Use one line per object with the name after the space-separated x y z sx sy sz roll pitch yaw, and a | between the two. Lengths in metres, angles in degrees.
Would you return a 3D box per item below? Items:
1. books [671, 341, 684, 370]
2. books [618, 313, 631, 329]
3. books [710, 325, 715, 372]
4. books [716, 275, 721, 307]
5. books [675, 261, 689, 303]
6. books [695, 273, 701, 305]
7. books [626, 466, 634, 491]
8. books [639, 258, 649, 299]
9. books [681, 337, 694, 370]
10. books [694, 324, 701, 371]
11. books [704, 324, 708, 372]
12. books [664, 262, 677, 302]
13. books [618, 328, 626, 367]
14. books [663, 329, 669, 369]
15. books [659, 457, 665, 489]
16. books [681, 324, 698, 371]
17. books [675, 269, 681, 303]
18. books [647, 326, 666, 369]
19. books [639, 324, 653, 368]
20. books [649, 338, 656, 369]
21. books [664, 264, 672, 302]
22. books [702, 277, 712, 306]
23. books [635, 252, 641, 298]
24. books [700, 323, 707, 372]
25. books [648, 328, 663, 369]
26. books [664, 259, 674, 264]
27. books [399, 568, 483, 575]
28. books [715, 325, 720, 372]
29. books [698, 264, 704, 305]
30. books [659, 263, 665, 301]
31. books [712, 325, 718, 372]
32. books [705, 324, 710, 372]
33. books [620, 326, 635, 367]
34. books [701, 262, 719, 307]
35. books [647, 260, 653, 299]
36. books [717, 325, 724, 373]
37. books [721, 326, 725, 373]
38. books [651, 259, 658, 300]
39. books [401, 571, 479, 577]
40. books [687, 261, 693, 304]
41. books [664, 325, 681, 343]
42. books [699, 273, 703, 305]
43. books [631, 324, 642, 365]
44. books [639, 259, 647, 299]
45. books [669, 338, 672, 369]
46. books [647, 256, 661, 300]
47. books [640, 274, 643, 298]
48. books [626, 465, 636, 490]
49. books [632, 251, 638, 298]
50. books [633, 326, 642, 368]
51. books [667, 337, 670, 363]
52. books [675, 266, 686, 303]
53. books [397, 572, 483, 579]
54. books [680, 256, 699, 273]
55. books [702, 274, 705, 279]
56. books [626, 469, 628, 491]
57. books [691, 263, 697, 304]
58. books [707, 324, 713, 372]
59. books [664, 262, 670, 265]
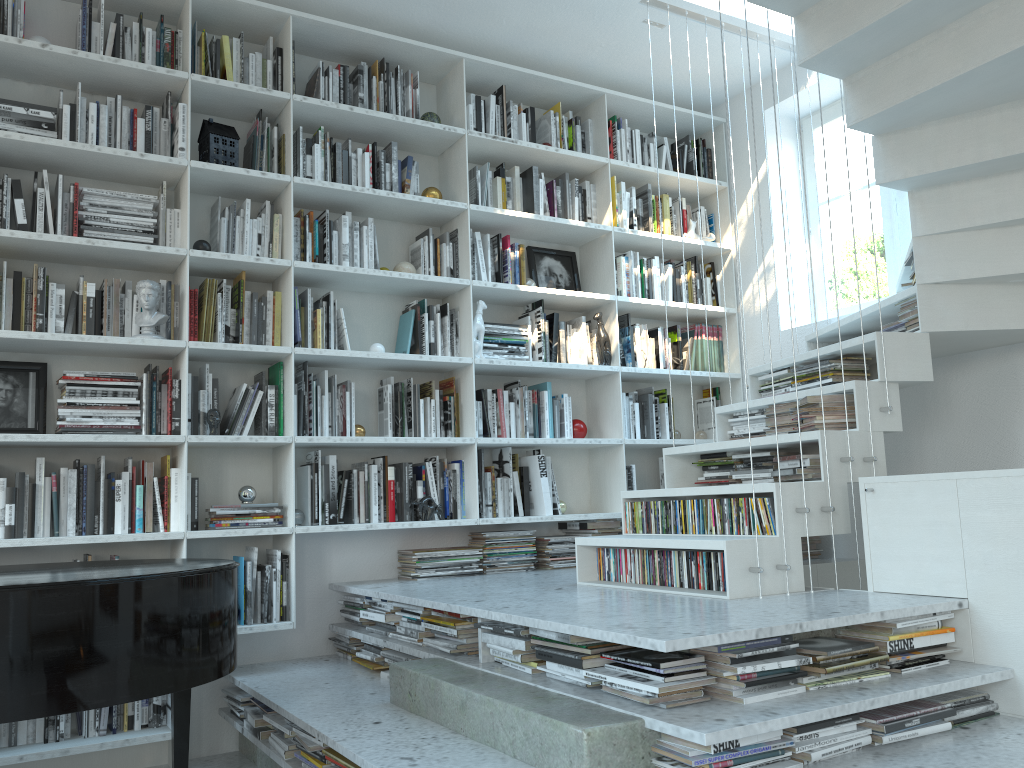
0.877 -0.134 4.915 0.024 0.180 0.191 2 -9 -30 | books
0.600 -0.211 4.800 0.012 0.321 0.141 2 -8 -30 | books
1.090 -0.178 5.067 0.018 0.293 0.169 2 -8 -30 | books
1.142 -0.503 5.147 0.021 0.218 0.184 2 -9 -30 | books
0.947 -0.542 5.040 0.012 0.282 0.151 2 -8 -30 | books
1.004 -0.506 5.059 0.025 0.211 0.188 2 -9 -30 | books
0.564 0.541 4.556 0.014 0.233 0.183 2 -9 -30 | books
0.693 -0.546 4.899 0.025 0.270 0.152 2 -8 -30 | books
0.940 -0.143 4.972 0.088 0.217 0.167 2 -9 -30 | books
1.006 -0.182 5.018 0.033 0.293 0.169 2 -8 -30 | books
1.042 -0.180 5.039 0.018 0.293 0.169 2 -8 -30 | books
0.857 -0.534 4.985 0.023 0.258 0.184 2 -8 -30 | books
0.544 -0.170 4.772 0.066 0.236 0.144 2 -8 -30 | books
0.809 -0.168 4.920 0.012 0.253 0.161 2 -8 -30 | books
0.849 0.531 4.749 0.012 0.284 0.159 2 -8 -30 | books
0.973 -0.181 4.999 0.072 0.291 0.169 2 -8 -30 | books
0.898 -0.519 5.031 0.028 0.237 0.146 2 -8 -30 | books
0.775 -0.173 4.892 0.029 0.258 0.171 2 -8 -30 | books
0.683 -0.181 4.820 0.056 0.261 0.176 2 -8 -30 | books
0.718 -0.144 4.836 0.023 0.189 0.170 2 -9 -30 | books
0.831 -0.530 4.962 0.045 0.245 0.177 2 -9 -30 | books
1.071 -0.495 5.097 0.029 0.195 0.192 2 -9 -30 | books
0.647 -0.561 4.863 0.012 0.292 0.166 2 -8 -30 | books
1.034 -0.183 5.018 0.018 0.293 0.169 2 -8 -30 | books
0.759 -0.169 4.870 0.022 0.246 0.181 2 -9 -30 | books
0.875 -0.547 5.021 0.024 0.291 0.132 2 -8 -30 | books
-0.331 0.862 4.085 0.346 0.007 0.193 2 -9 -25 | books
1.121 -0.177 5.085 0.018 0.293 0.169 2 -8 -30 | books
1.043 -0.537 5.106 0.013 0.282 0.149 2 -8 -30 | books
0.796 -0.533 4.966 0.012 0.253 0.161 2 -8 -30 | books
1.108 -0.178 5.071 0.018 0.293 0.169 2 -8 -30 | books
1.058 -0.180 5.048 0.018 0.293 0.169 2 -8 -30 | books
0.596 -0.175 4.771 0.022 0.242 0.171 2 -8 -30 | books
1.114 -0.540 5.134 0.042 0.292 0.186 2 -8 -30 | books
0.719 -0.541 4.902 0.024 0.259 0.156 2 -8 -30 | books
1.142 -0.178 5.085 0.018 0.293 0.169 2 -8 -30 | books
1.152 -0.175 5.103 0.018 0.293 0.169 2 -8 -30 | books
0.740 -0.542 4.912 0.022 0.262 0.172 2 -8 -30 | books
-0.332 0.870 4.087 0.308 0.008 0.195 3 -10 -34 | books
0.959 -0.539 5.043 0.013 0.276 0.188 2 -8 -30 | books
0.884 -0.177 4.957 0.026 0.277 0.170 2 -8 -30 | books
1.020 -0.508 5.080 0.025 0.219 0.178 2 -9 -30 | books
0.642 -0.183 4.812 0.022 0.265 0.157 2 -8 -30 | books
0.681 -0.543 4.881 0.013 0.260 0.158 2 -8 -30 | books
0.840 -0.142 4.942 0.014 0.206 0.138 2 -8 -30 | books
0.760 -0.551 4.931 0.030 0.283 0.166 2 -8 -30 | books
0.659 -0.502 4.878 0.027 0.179 0.157 2 -9 -30 | books
0.582 0.540 4.569 0.030 0.238 0.151 2 -8 -30 | books
0.626 -0.562 4.865 0.022 0.296 0.162 2 -8 -30 | books
0.628 -0.175 4.788 0.026 0.245 0.181 2 -9 -30 | books
0.824 -0.164 4.932 0.025 0.248 0.134 2 -8 -30 | books
0.926 -0.527 5.036 0.025 0.252 0.160 2 -8 -30 | books
-0.332 0.877 4.086 0.346 0.007 0.193 2 -9 -26 | books
1.027 -0.560 5.109 0.013 0.329 0.140 2 -8 -30 | books
1.075 -0.507 5.142 0.024 0.230 0.131 2 -8 -30 | books
0.533 0.550 4.542 0.031 0.214 0.165 2 -9 -30 | books
0.979 -0.535 5.050 0.028 0.267 0.173 2 -8 -30 | books
1.076 -0.179 5.054 0.018 0.293 0.169 2 -8 -30 | books
0.859 -0.538 5.015 0.010 0.273 0.130 2 -8 -30 | books
